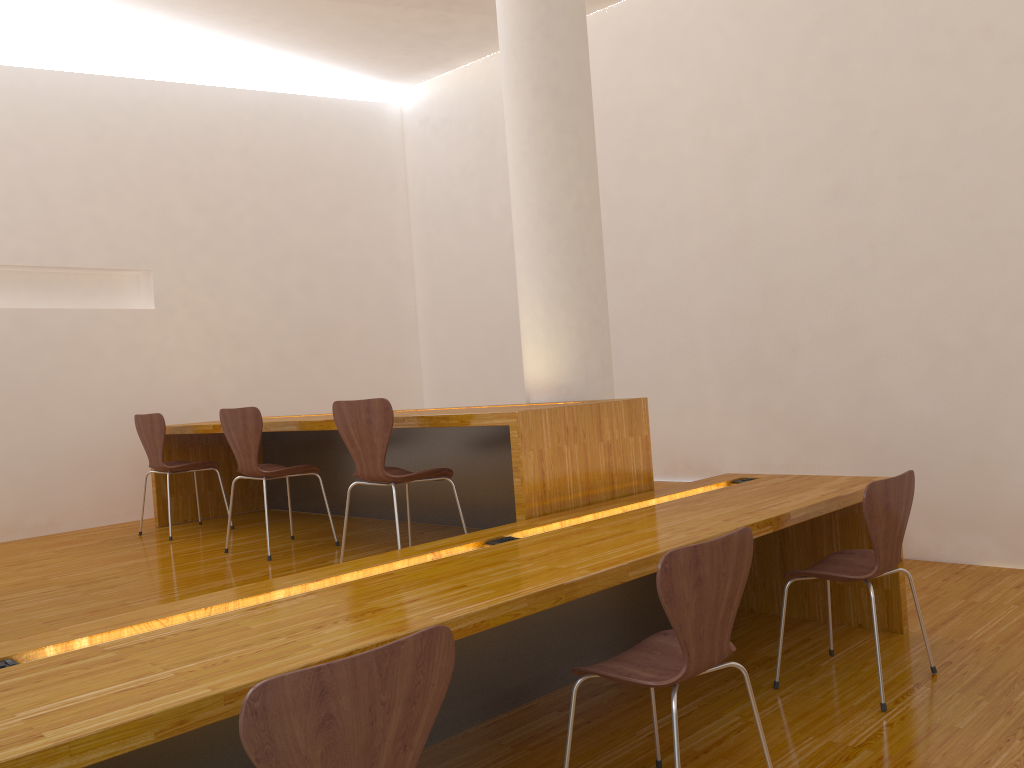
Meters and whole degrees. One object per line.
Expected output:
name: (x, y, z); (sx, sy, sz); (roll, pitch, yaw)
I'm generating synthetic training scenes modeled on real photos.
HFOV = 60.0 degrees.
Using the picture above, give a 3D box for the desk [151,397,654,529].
desk: (-0.804, 0.460, 4.518); (0.760, 0.606, 3.185); (-4, 0, -45)

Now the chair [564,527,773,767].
chair: (0.361, 0.707, 2.159); (0.428, 0.693, 0.381); (-4, 0, -45)

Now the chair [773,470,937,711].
chair: (1.127, 0.648, 2.973); (0.428, 0.693, 0.381); (-4, 0, -45)

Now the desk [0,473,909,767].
desk: (0.135, 0.771, 2.619); (3.185, 0.606, 0.760); (-4, 0, -45)

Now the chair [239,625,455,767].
chair: (-0.328, 0.759, 1.476); (0.428, 0.693, 0.381); (-4, 0, -45)

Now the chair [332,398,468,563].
chair: (-0.445, 0.395, 3.545); (0.381, 0.693, 0.428); (-4, 0, -45)

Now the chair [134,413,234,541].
chair: (-1.884, 0.502, 5.058); (0.381, 0.693, 0.428); (-4, 0, -45)

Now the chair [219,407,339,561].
chair: (-1.126, 0.446, 4.236); (0.381, 0.693, 0.428); (-4, 0, -45)
